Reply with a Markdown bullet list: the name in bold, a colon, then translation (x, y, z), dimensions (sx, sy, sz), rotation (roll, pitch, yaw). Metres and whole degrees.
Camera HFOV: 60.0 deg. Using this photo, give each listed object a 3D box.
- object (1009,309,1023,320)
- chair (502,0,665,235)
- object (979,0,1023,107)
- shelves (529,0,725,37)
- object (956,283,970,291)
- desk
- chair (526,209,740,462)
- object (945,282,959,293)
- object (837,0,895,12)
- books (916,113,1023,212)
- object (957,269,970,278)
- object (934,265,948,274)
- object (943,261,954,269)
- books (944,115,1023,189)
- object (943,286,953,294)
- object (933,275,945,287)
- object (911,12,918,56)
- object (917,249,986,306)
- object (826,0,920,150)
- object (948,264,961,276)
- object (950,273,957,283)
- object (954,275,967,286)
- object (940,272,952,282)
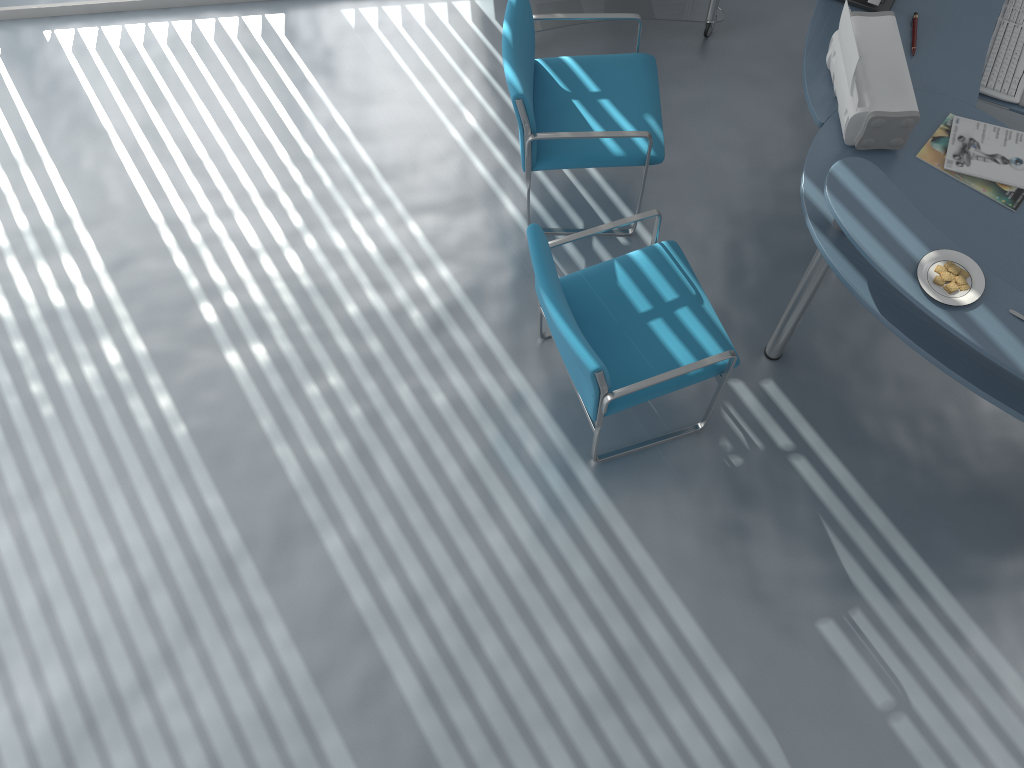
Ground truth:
- **object**: translation (1.228, -0.145, 2.085), dimensions (0.119, 0.021, 0.025), rotation (39, 71, 17)
- **chair**: translation (0.244, -0.945, 3.098), dimensions (0.543, 0.707, 0.542), rotation (0, 65, 1)
- **object**: translation (1.542, -1.056, 2.738), dimensions (0.276, 0.028, 0.478), rotation (24, 67, 12)
- **shelves**: translation (0.401, -1.769, 3.406), dimensions (0.896, 0.848, 0.441), rotation (-4, 65, -1)
- **object**: translation (1.088, -0.236, 2.137), dimensions (0.027, 0.005, 0.025), rotation (-15, 65, -6)
- **desk**: translation (1.502, -0.432, 2.725), dimensions (1.402, 0.900, 2.282), rotation (-27, 67, -11)
- **chair**: translation (0.352, -0.164, 2.728), dimensions (0.543, 0.707, 0.542), rotation (-19, 66, -8)
- **object**: translation (1.058, -0.233, 2.131), dimensions (0.027, 0.005, 0.025), rotation (-23, 67, -10)
- **object**: translation (1.100, -1.339, 2.589), dimensions (0.212, 0.417, 0.365), rotation (26, 68, 13)
- **books**: translation (1.311, -0.622, 2.475), dimensions (0.300, 0.005, 0.200), rotation (37, 71, 17)
- **object**: translation (1.094, -0.266, 2.151), dimensions (0.025, 0.005, 0.027), rotation (-35, 69, -14)
- **object**: translation (1.043, -0.277, 2.157), dimensions (0.027, 0.005, 0.025), rotation (34, 70, 15)
- **object**: translation (1.069, -0.287, 2.161), dimensions (0.025, 0.005, 0.027), rotation (-35, 69, -14)
- **books**: translation (1.373, -0.638, 2.479), dimensions (0.300, 0.010, 0.200), rotation (18, 66, 9)
- **object**: translation (1.055, -0.231, 2.135), dimensions (0.027, 0.005, 0.025), rotation (-31, 68, -13)
- **object**: translation (1.034, -0.250, 2.144), dimensions (0.027, 0.005, 0.025), rotation (29, 69, 14)
- **object**: translation (1.215, -1.055, 2.676), dimensions (0.013, 0.013, 0.178), rotation (11, 65, 6)
- **object**: translation (1.060, -0.256, 2.145), dimensions (0.162, 0.011, 0.162), rotation (35, 70, 16)
- **object**: translation (0.996, -0.885, 2.456), dimensions (0.197, 0.273, 0.392), rotation (0, 65, 1)
- **object**: translation (1.075, -0.278, 2.152), dimensions (0.025, 0.005, 0.027), rotation (38, 71, 17)
- **object**: translation (1.068, -0.257, 2.147), dimensions (0.025, 0.005, 0.027), rotation (-18, 66, -7)
- **object**: translation (1.083, -0.250, 2.139), dimensions (0.025, 0.005, 0.027), rotation (-13, 65, -5)
- **object**: translation (1.049, -0.260, 2.144), dimensions (0.025, 0.005, 0.027), rotation (0, 65, 1)
